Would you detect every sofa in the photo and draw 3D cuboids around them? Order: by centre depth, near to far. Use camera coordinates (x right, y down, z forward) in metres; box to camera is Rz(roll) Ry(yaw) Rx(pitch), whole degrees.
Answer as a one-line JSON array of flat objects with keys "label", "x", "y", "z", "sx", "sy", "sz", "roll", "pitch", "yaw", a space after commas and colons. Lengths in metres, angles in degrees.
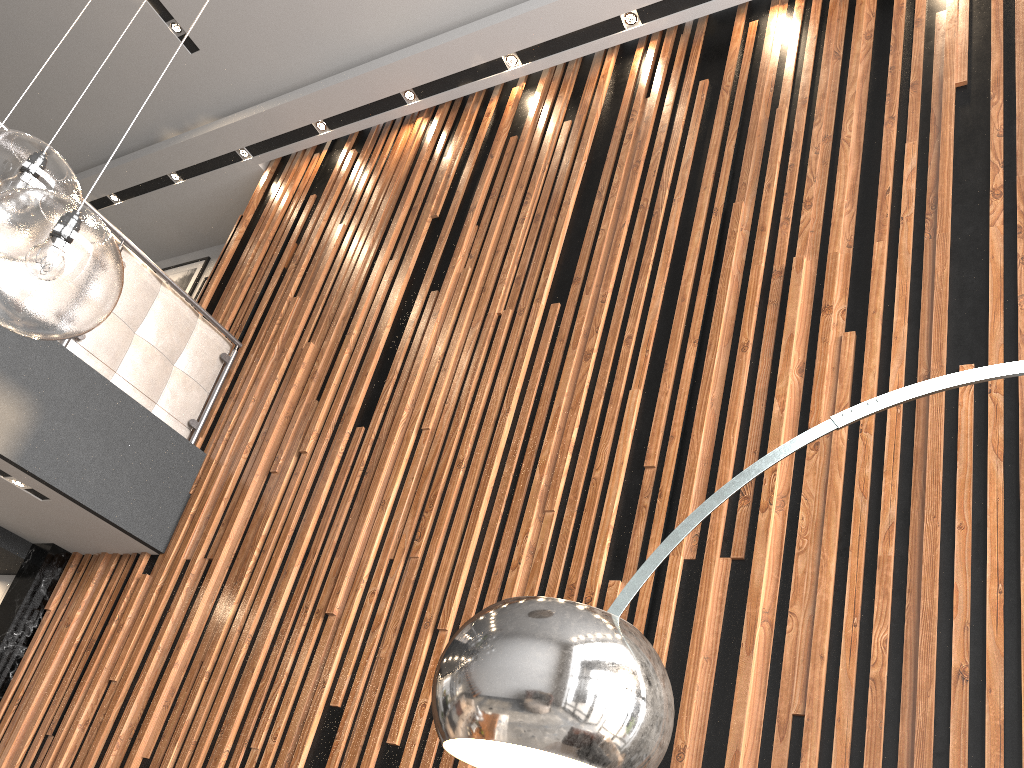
[{"label": "sofa", "x": -3.147, "y": -0.484, "z": 4.724, "sx": 2.295, "sy": 0.735, "sz": 2.421, "roll": -6, "pitch": -37, "yaw": 30}]

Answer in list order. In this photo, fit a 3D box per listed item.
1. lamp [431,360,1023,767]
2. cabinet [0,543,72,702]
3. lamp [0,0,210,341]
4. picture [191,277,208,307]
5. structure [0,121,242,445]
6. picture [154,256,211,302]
[{"label": "lamp", "x": 0.782, "y": 0.885, "z": 0.828, "sx": 2.022, "sy": 2.187, "sz": 0.342, "roll": 10, "pitch": -28, "yaw": 11}, {"label": "cabinet", "x": -5.080, "y": 1.201, "z": 4.583, "sx": 6.226, "sy": 3.045, "sz": 3.847, "roll": -6, "pitch": -36, "yaw": 31}, {"label": "lamp", "x": -0.674, "y": -1.975, "z": 2.194, "sx": 1.232, "sy": 4.680, "sz": 1.310, "roll": -1, "pitch": -32, "yaw": 29}, {"label": "picture", "x": -2.257, "y": -0.698, "z": 6.712, "sx": 0.506, "sy": 0.385, "sz": 0.026, "roll": -6, "pitch": -34, "yaw": 32}, {"label": "structure", "x": -4.043, "y": -1.030, "z": 4.228, "sx": 3.387, "sy": 0.697, "sz": 4.489, "roll": -6, "pitch": -37, "yaw": 30}, {"label": "picture", "x": -2.940, "y": -0.711, "z": 7.193, "sx": 0.995, "sy": 0.614, "sz": 0.026, "roll": -6, "pitch": -34, "yaw": 32}]
